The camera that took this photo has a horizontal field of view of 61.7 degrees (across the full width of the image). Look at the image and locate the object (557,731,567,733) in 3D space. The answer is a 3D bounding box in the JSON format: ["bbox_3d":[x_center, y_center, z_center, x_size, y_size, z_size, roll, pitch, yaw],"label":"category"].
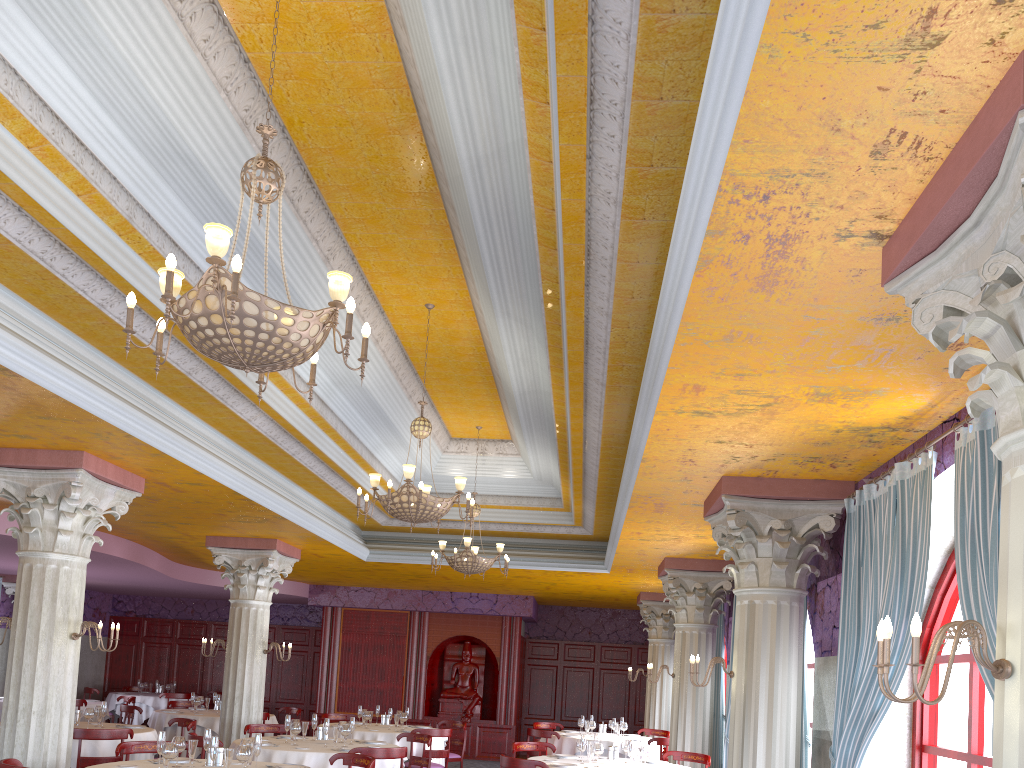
[{"bbox_3d":[0.889,6.082,14.977,0.056,0.019,0.263,15,-22,-32],"label":"object"}]

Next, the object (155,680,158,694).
[{"bbox_3d":[-8.383,7.140,20.192,0.074,0.326,0.075,4,-5,-3],"label":"object"}]

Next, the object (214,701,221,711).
[{"bbox_3d":[-7.298,5.457,16.410,5.711,1.155,0.362,-9,-11,33],"label":"object"}]

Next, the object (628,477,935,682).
[{"bbox_3d":[2.522,2.622,6.972,2.090,3.461,30.638,3,-18,5],"label":"object"}]

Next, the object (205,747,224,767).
[{"bbox_3d":[-2.521,3.144,7.276,0.145,0.205,0.073,6,-6,-15],"label":"object"}]

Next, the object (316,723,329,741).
[{"bbox_3d":[-2.278,4.186,10.319,0.145,0.205,0.073,6,-6,-15],"label":"object"}]

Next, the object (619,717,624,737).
[{"bbox_3d":[1.887,5.897,14.719,0.074,0.326,0.075,-1,-6,41],"label":"object"}]

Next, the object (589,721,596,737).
[{"bbox_3d":[1.331,5.732,14.222,0.124,0.256,0.124,7,-8,-26],"label":"object"}]

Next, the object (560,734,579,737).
[{"bbox_3d":[0.945,5.773,14.061,0.312,0.023,0.330,2,-19,5],"label":"object"}]

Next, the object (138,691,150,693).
[{"bbox_3d":[-8.738,7.347,20.410,0.315,0.023,0.327,8,-19,-14],"label":"object"}]

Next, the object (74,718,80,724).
[{"bbox_3d":[-5.399,4.081,10.550,0.145,0.205,0.073,6,-6,-15],"label":"object"}]

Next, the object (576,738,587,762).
[{"bbox_3d":[0.808,4.278,10.010,0.122,0.256,0.126,1,-7,19],"label":"object"}]

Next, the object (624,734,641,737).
[{"bbox_3d":[2.105,6.177,15.054,0.312,0.023,0.330,2,-19,5],"label":"object"}]

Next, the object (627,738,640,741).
[{"bbox_3d":[2.024,5.808,13.976,0.312,0.023,0.330,2,-19,5],"label":"object"}]

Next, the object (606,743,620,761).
[{"bbox_3d":[1.171,4.246,9.892,0.145,0.205,0.073,6,-6,-15],"label":"object"}]

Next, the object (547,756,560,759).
[{"bbox_3d":[0.509,4.452,10.219,0.056,0.019,0.263,15,-22,-32],"label":"object"}]

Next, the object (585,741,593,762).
[{"bbox_3d":[0.906,4.318,10.071,0.085,0.231,0.088,3,-6,8],"label":"object"}]

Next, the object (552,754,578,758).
[{"bbox_3d":[0.646,4.513,10.381,0.318,0.023,0.324,12,-20,-23],"label":"object"}]

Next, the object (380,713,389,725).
[{"bbox_3d":[-2.014,5.316,13.618,0.145,0.205,0.073,6,-6,-15],"label":"object"}]

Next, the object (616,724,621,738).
[{"bbox_3d":[1.776,5.798,14.300,0.086,0.231,0.087,5,-6,-15],"label":"object"}]

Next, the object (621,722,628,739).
[{"bbox_3d":[1.876,5.811,14.363,0.122,0.256,0.126,1,-7,19],"label":"object"}]

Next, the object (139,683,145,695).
[{"bbox_3d":[-8.433,6.937,19.493,0.123,0.257,0.125,-3,-9,41],"label":"object"}]

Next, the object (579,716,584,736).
[{"bbox_3d":[1.181,5.753,14.417,0.074,0.326,0.075,-1,-6,41],"label":"object"}]

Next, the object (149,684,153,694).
[{"bbox_3d":[-8.478,7.152,20.099,0.086,0.231,0.087,5,-6,-15],"label":"object"}]

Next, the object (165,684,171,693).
[{"bbox_3d":[-7.888,7.016,19.634,0.122,0.256,0.126,1,-7,19],"label":"object"}]

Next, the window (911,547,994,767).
[{"bbox_3d":[3.062,1.699,4.888,0.160,2.455,3.740,3,-14,6],"label":"window"}]

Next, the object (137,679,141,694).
[{"bbox_3d":[-8.583,6.958,19.688,0.074,0.326,0.075,4,-5,-3],"label":"object"}]

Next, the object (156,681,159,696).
[{"bbox_3d":[-8.077,6.919,19.486,0.074,0.326,0.075,4,-5,-3],"label":"object"}]

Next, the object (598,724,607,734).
[{"bbox_3d":[1.551,5.875,14.650,0.145,0.205,0.073,6,-6,-15],"label":"object"}]

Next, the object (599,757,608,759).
[{"bbox_3d":[1.143,4.587,10.492,0.160,0.009,0.165,-9,-22,33],"label":"object"}]

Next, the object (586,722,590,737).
[{"bbox_3d":[1.268,5.775,14.321,0.086,0.231,0.087,5,-6,-15],"label":"object"}]

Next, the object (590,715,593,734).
[{"bbox_3d":[1.382,5.935,14.921,0.074,0.326,0.075,-1,-6,41],"label":"object"}]

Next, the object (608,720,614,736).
[{"bbox_3d":[1.733,5.987,14.909,0.122,0.256,0.126,4,-7,-3],"label":"object"}]

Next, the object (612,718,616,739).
[{"bbox_3d":[1.687,5.715,14.215,0.074,0.326,0.075,-1,-6,41],"label":"object"}]

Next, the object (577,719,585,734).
[{"bbox_3d":[1.188,5.908,14.768,0.122,0.256,0.126,1,-7,19],"label":"object"}]

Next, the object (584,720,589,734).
[{"bbox_3d":[1.286,5.947,14.828,0.086,0.231,0.087,5,-6,-15],"label":"object"}]

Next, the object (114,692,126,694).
[{"bbox_3d":[-8.819,6.978,19.332,0.315,0.023,0.327,8,-19,-14],"label":"object"}]

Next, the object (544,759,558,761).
[{"bbox_3d":[0.448,4.327,9.842,0.158,0.009,0.167,2,-19,5],"label":"object"}]

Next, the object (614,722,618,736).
[{"bbox_3d":[1.794,5.970,14.808,0.086,0.231,0.088,0,-7,30],"label":"object"}]

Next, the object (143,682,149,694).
[{"bbox_3d":[-8.576,7.112,20.039,0.123,0.257,0.125,-3,-9,41],"label":"object"}]

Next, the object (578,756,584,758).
[{"bbox_3d":[0.799,4.562,10.482,0.028,0.013,0.237,16,-22,-37],"label":"object"}]

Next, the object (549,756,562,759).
[{"bbox_3d":[0.537,4.471,10.245,0.022,0.003,0.259,18,-23,-37],"label":"object"}]

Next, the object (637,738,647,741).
[{"bbox_3d":[2.160,5.873,14.137,0.056,0.019,0.263,15,-22,-32],"label":"object"}]

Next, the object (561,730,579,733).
[{"bbox_3d":[1.026,6.142,15.139,0.312,0.023,0.330,2,-19,5],"label":"object"}]

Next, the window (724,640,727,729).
[{"bbox_3d":[3.818,4.941,14.356,0.160,2.455,3.740,3,-14,6],"label":"window"}]

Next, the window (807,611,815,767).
[{"bbox_3d":[3.440,3.321,9.624,0.160,2.455,3.740,3,-14,6],"label":"window"}]

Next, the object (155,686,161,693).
[{"bbox_3d":[-8.213,7.080,19.921,0.145,0.205,0.073,6,-6,-15],"label":"object"}]

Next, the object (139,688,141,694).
[{"bbox_3d":[-8.496,6.979,19.592,0.086,0.231,0.087,5,-6,-15],"label":"object"}]

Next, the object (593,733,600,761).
[{"bbox_3d":[1.002,4.306,10.163,0.075,0.326,0.075,6,-5,-26],"label":"object"}]

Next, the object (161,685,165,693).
[{"bbox_3d":[-7.988,7.003,19.571,0.086,0.231,0.087,5,-6,-15],"label":"object"}]
